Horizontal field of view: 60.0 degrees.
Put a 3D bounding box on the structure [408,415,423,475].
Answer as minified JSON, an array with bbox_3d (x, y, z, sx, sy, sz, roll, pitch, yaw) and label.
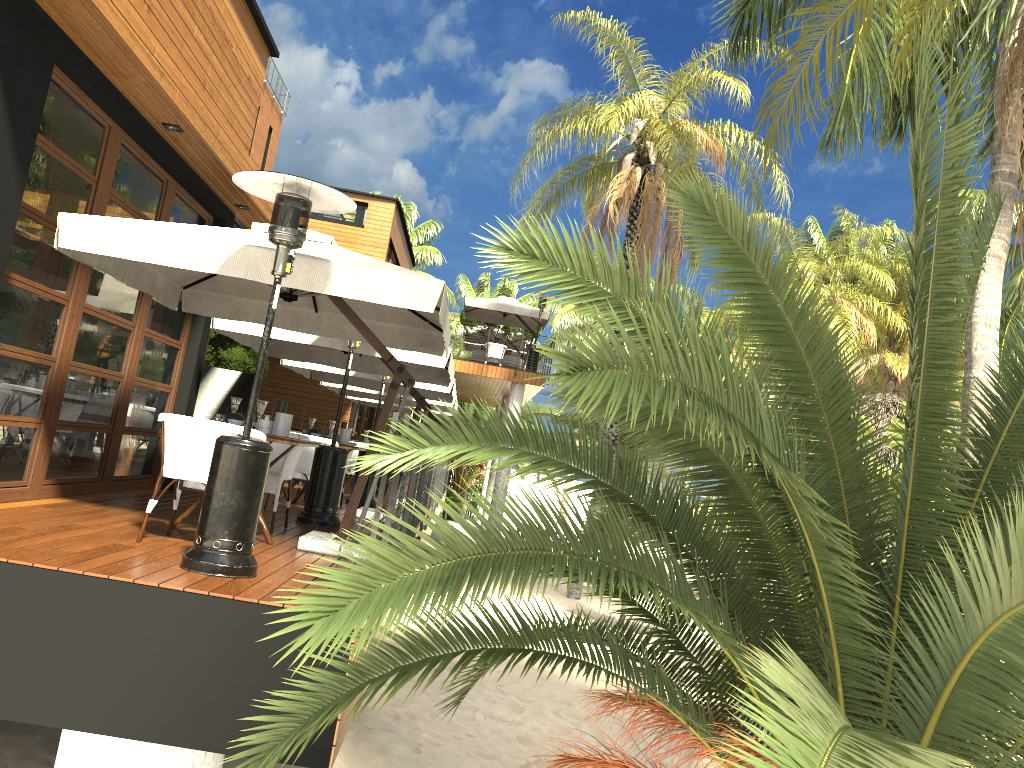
[{"bbox_3d":[-2.322,1.326,21.528,0.698,2.197,0.698,11,-6,-14],"label":"structure"}]

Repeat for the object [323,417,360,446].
[{"bbox_3d":[-1.898,0.530,9.847,0.263,0.264,0.263,4,-8,43],"label":"object"}]

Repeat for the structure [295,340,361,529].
[{"bbox_3d":[-1.584,0.208,8.202,0.698,2.197,0.698,11,-6,-14],"label":"structure"}]

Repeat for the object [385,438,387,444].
[{"bbox_3d":[-2.327,1.074,16.302,0.082,0.227,0.082,10,-6,-1],"label":"object"}]

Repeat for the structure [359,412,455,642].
[{"bbox_3d":[-1.419,1.806,17.537,0.163,1.155,26.220,10,-5,-2],"label":"structure"}]

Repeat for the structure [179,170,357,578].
[{"bbox_3d":[-1.402,-0.068,4.918,0.698,2.197,0.698,11,-6,-14],"label":"structure"}]

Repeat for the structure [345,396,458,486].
[{"bbox_3d":[-2.515,1.081,19.962,2.413,2.337,2.409,10,-6,-2],"label":"structure"}]

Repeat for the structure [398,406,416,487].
[{"bbox_3d":[-2.138,1.047,18.203,0.698,2.197,0.698,11,-6,-14],"label":"structure"}]

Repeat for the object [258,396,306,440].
[{"bbox_3d":[-1.710,0.246,6.459,0.263,0.264,0.263,4,-8,43],"label":"object"}]

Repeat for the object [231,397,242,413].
[{"bbox_3d":[-2.092,0.214,6.664,0.082,0.227,0.082,10,-6,-1],"label":"object"}]

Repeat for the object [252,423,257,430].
[{"bbox_3d":[-1.941,0.322,6.617,0.116,0.065,0.116,10,-6,2],"label":"object"}]

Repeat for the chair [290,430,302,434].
[{"bbox_3d":[-5.129,1.419,19.968,0.628,0.790,0.615,4,-8,44],"label":"chair"}]

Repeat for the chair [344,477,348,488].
[{"bbox_3d":[-2.399,1.326,13.966,0.627,0.790,0.615,10,-6,-1],"label":"chair"}]

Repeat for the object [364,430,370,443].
[{"bbox_3d":[-2.142,0.793,12.955,0.082,0.227,0.082,10,-6,-1],"label":"object"}]

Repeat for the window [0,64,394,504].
[{"bbox_3d":[-7.718,-7.450,23.624,14.466,17.999,38.403,12,-6,-25],"label":"window"}]

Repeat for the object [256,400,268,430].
[{"bbox_3d":[-1.768,0.227,6.211,0.082,0.227,0.082,10,-6,-1],"label":"object"}]

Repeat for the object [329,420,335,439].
[{"bbox_3d":[-1.956,0.512,9.599,0.082,0.227,0.082,10,-6,-1],"label":"object"}]

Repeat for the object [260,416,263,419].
[{"bbox_3d":[-5.487,0.818,19.352,0.082,0.227,0.082,6,-7,33],"label":"object"}]

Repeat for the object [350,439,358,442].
[{"bbox_3d":[-2.320,0.851,12.983,0.116,0.065,0.116,10,-6,-4],"label":"object"}]

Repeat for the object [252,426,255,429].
[{"bbox_3d":[-1.851,0.314,6.242,0.080,0.042,0.080,11,-6,-11],"label":"object"}]

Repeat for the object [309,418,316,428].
[{"bbox_3d":[-2.280,0.499,10.052,0.082,0.227,0.082,10,-6,-1],"label":"object"}]

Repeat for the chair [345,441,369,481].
[{"bbox_3d":[-2.335,1.187,12.364,0.627,0.790,0.615,10,-6,-1],"label":"chair"}]

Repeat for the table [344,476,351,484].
[{"bbox_3d":[-2.350,1.274,13.117,0.931,0.751,0.930,10,-6,-2],"label":"table"}]

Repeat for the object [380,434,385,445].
[{"bbox_3d":[-2.269,1.092,16.551,0.263,0.264,0.263,4,-8,43],"label":"object"}]

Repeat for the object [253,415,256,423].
[{"bbox_3d":[-5.740,0.808,19.711,0.082,0.227,0.082,15,-8,-40],"label":"object"}]

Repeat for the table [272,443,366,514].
[{"bbox_3d":[-2.164,0.991,9.754,0.931,0.751,0.930,10,-6,-2],"label":"table"}]

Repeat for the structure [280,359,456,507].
[{"bbox_3d":[-2.143,0.518,13.254,2.413,2.337,2.409,10,-6,-2],"label":"structure"}]

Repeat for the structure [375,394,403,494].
[{"bbox_3d":[-1.954,0.769,14.885,0.698,2.197,0.698,11,-6,-14],"label":"structure"}]

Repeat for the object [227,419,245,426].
[{"bbox_3d":[-1.947,0.285,6.238,0.116,0.065,0.116,10,-6,2],"label":"object"}]

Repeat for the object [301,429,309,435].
[{"bbox_3d":[-2.241,0.538,9.607,0.086,0.086,0.086,9,-6,2],"label":"object"}]

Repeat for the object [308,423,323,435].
[{"bbox_3d":[-2.199,0.519,9.832,0.168,0.179,0.162,10,-6,-4],"label":"object"}]

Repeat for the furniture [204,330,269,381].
[{"bbox_3d":[-6.189,0.010,17.168,2.614,2.728,2.691,11,-6,-12],"label":"furniture"}]

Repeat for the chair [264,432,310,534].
[{"bbox_3d":[-2.022,0.755,7.168,0.627,0.790,0.615,10,-6,-1],"label":"chair"}]

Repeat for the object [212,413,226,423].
[{"bbox_3d":[-2.053,0.254,6.219,0.086,0.086,0.086,9,-6,2],"label":"object"}]

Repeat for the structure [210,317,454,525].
[{"bbox_3d":[-1.957,0.237,9.900,2.413,2.337,2.409,10,-6,-2],"label":"structure"}]

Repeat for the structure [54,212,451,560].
[{"bbox_3d":[-1.772,-0.045,6.546,2.413,2.337,2.409,10,-6,-2],"label":"structure"}]

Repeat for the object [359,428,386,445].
[{"bbox_3d":[-2.083,0.812,13.204,0.263,0.264,0.263,4,-8,43],"label":"object"}]

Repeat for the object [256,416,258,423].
[{"bbox_3d":[-5.773,0.761,19.432,0.263,0.264,0.263,4,-8,44],"label":"object"}]

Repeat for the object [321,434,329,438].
[{"bbox_3d":[-2.128,0.606,10.005,0.116,0.065,0.116,10,-6,2],"label":"object"}]

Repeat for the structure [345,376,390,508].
[{"bbox_3d":[-1.771,0.491,11.578,0.698,2.197,0.698,11,-6,-14],"label":"structure"}]

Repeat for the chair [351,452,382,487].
[{"bbox_3d":[-2.523,1.472,15.757,0.627,0.790,0.615,10,-6,-1],"label":"chair"}]

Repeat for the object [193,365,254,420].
[{"bbox_3d":[-3.594,0.502,10.646,0.767,1.400,0.771,12,-6,-18],"label":"object"}]

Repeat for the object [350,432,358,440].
[{"bbox_3d":[-2.387,0.801,13.191,0.163,0.179,0.167,10,-6,0],"label":"object"}]

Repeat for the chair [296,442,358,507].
[{"bbox_3d":[-2.207,1.035,10.501,0.627,0.790,0.615,10,-6,-1],"label":"chair"}]

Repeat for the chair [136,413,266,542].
[{"bbox_3d":[-1.959,0.618,5.576,0.627,0.790,0.615,10,-6,-1],"label":"chair"}]

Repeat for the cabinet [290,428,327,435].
[{"bbox_3d":[-5.482,1.510,21.814,1.611,0.839,0.556,10,-6,-2],"label":"cabinet"}]

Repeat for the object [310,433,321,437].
[{"bbox_3d":[-2.134,0.570,9.626,0.116,0.065,0.116,10,-6,2],"label":"object"}]

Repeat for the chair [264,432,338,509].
[{"bbox_3d":[-2.146,0.901,8.957,0.627,0.790,0.615,10,-6,-1],"label":"chair"}]

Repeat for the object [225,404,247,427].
[{"bbox_3d":[-2.011,0.235,6.444,0.168,0.179,0.162,10,-6,-4],"label":"object"}]

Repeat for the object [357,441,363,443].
[{"bbox_3d":[-2.314,0.888,13.362,0.116,0.065,0.116,10,-6,-4],"label":"object"}]

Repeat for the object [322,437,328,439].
[{"bbox_3d":[-2.038,0.598,9.630,0.080,0.042,0.080,11,-6,-11],"label":"object"}]

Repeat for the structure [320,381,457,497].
[{"bbox_3d":[-2.329,0.800,16.608,2.413,2.337,2.409,10,-6,-2],"label":"structure"}]

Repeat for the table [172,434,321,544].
[{"bbox_3d":[-1.978,0.709,6.390,0.931,0.751,0.930,10,-6,-2],"label":"table"}]

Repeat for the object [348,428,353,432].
[{"bbox_3d":[-2.466,0.780,13.409,0.082,0.227,0.082,11,-6,-13],"label":"object"}]
